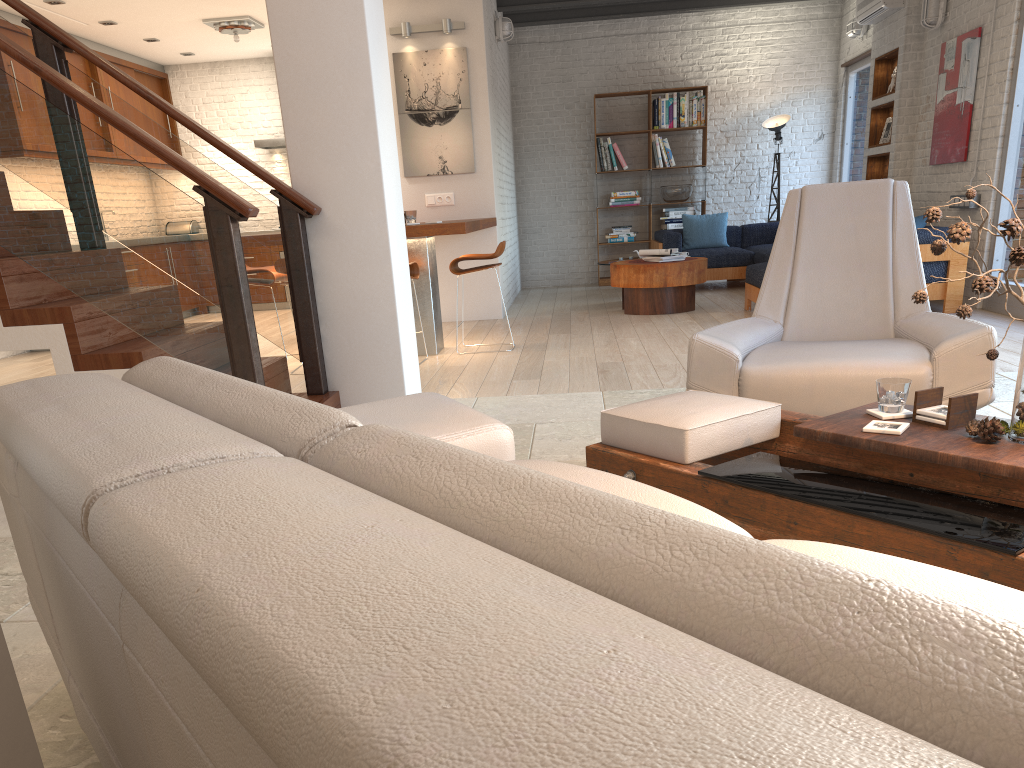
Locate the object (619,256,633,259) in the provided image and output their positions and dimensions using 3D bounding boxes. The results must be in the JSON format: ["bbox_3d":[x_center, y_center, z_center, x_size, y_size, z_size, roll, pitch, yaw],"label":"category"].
[{"bbox_3d":[1.278,-1.359,9.326,0.300,0.028,0.065,-7,13,-16],"label":"object"}]

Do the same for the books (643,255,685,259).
[{"bbox_3d":[1.397,-1.177,8.045,0.250,0.011,0.306,-8,12,-21],"label":"books"}]

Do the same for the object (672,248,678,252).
[{"bbox_3d":[1.591,-1.279,8.609,0.108,0.113,0.103,2,17,20],"label":"object"}]

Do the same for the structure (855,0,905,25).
[{"bbox_3d":[3.442,-3.565,8.170,0.200,0.230,0.774,-2,12,5],"label":"structure"}]

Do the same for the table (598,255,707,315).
[{"bbox_3d":[1.367,-1.014,8.657,1.077,0.470,1.740,-1,12,10],"label":"table"}]

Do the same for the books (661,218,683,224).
[{"bbox_3d":[2.044,-2.036,10.869,0.326,0.058,0.242,-4,12,0],"label":"books"}]

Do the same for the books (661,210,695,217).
[{"bbox_3d":[2.066,-2.123,10.867,0.379,0.068,0.232,-4,12,-1],"label":"books"}]

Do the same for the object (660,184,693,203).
[{"bbox_3d":[2.032,-2.352,10.795,0.389,0.212,0.395,-16,18,-42],"label":"object"}]

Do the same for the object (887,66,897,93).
[{"bbox_3d":[3.670,-2.912,8.340,0.112,0.255,0.205,1,17,12],"label":"object"}]

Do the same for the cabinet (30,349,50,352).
[{"bbox_3d":[-3.054,-2.158,9.493,4.697,2.980,2.191,-12,18,-29],"label":"cabinet"}]

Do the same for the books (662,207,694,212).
[{"bbox_3d":[2.058,-2.173,10.845,0.380,0.038,0.232,-3,12,5],"label":"books"}]

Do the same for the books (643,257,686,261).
[{"bbox_3d":[1.408,-1.162,8.077,0.249,0.011,0.307,-9,13,-26],"label":"books"}]

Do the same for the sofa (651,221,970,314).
[{"bbox_3d":[2.591,-1.207,8.632,2.080,0.695,3.755,-3,12,5],"label":"sofa"}]

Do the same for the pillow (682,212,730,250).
[{"bbox_3d":[2.240,-1.772,10.109,0.556,0.430,0.211,-3,18,4],"label":"pillow"}]

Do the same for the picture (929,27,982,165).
[{"bbox_3d":[3.663,-2.346,7.230,0.019,1.009,0.704,-2,17,4],"label":"picture"}]

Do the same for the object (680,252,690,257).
[{"bbox_3d":[1.737,-1.295,8.780,0.155,0.060,0.257,-4,12,-3],"label":"object"}]

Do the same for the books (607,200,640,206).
[{"bbox_3d":[1.387,-2.252,10.849,0.380,0.038,0.232,-4,12,0],"label":"books"}]

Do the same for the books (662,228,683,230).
[{"bbox_3d":[2.069,-1.922,10.937,0.362,0.058,0.268,-2,12,7],"label":"books"}]

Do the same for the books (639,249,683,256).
[{"bbox_3d":[1.390,-1.205,8.115,0.318,0.115,0.263,5,16,36],"label":"books"}]

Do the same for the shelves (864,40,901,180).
[{"bbox_3d":[3.703,-2.508,8.532,0.192,1.500,0.727,-2,18,4],"label":"shelves"}]

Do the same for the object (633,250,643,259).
[{"bbox_3d":[1.387,-1.364,9.141,0.185,0.096,0.186,4,15,29],"label":"object"}]

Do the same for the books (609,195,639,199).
[{"bbox_3d":[1.393,-2.320,10.837,0.356,0.022,0.259,-3,11,3],"label":"books"}]

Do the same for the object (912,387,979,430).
[{"bbox_3d":[1.127,0.062,2.271,0.093,0.086,0.110,-10,16,-23],"label":"object"}]

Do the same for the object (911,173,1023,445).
[{"bbox_3d":[1.098,-0.148,1.937,0.535,0.638,0.304,-11,20,-23],"label":"object"}]

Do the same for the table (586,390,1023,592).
[{"bbox_3d":[1.514,0.275,2.219,1.929,0.452,2.144,-12,14,-34],"label":"table"}]

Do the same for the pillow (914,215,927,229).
[{"bbox_3d":[3.072,-1.178,7.055,0.552,0.345,0.366,-13,18,-33],"label":"pillow"}]

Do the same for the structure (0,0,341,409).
[{"bbox_3d":[-1.405,-1.965,4.427,10.160,4.358,13.172,-3,12,5],"label":"structure"}]

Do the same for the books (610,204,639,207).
[{"bbox_3d":[1.399,-2.225,10.864,0.356,0.022,0.259,-3,11,5],"label":"books"}]

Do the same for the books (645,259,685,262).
[{"bbox_3d":[1.410,-1.148,8.066,0.251,0.011,0.305,-7,12,-16],"label":"books"}]

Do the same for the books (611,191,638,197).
[{"bbox_3d":[1.399,-2.358,10.821,0.327,0.058,0.242,-2,12,7],"label":"books"}]

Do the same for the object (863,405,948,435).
[{"bbox_3d":[1.017,0.086,2.313,0.268,0.036,0.239,-9,12,-23],"label":"object"}]

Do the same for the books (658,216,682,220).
[{"bbox_3d":[2.059,-2.077,10.866,0.445,0.022,0.259,-3,11,5],"label":"books"}]

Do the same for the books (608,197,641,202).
[{"bbox_3d":[1.396,-2.288,10.828,0.379,0.038,0.232,-4,12,-1],"label":"books"}]

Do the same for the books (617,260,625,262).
[{"bbox_3d":[1.218,-1.238,8.784,0.318,0.011,0.240,0,12,17],"label":"books"}]

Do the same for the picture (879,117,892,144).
[{"bbox_3d":[3.718,-2.497,8.586,0.102,0.257,0.183,-5,17,-4],"label":"picture"}]

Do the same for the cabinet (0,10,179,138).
[{"bbox_3d":[-4.378,-2.852,8.957,0.462,1.220,3.177,-2,13,4],"label":"cabinet"}]

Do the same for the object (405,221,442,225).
[{"bbox_3d":[-0.714,-1.165,6.281,0.395,0.036,0.188,-2,12,8],"label":"object"}]

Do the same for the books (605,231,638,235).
[{"bbox_3d":[1.380,-1.896,10.981,0.379,0.019,0.232,-4,11,-2],"label":"books"}]

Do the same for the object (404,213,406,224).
[{"bbox_3d":[-0.841,-1.190,6.322,0.091,0.086,0.112,-16,19,-39],"label":"object"}]

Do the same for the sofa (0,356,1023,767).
[{"bbox_3d":[0.029,0.376,1.333,1.118,0.795,2.266,-14,16,-35],"label":"sofa"}]

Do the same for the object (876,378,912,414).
[{"bbox_3d":[1.036,0.033,2.376,0.089,0.089,0.088,-15,19,-34],"label":"object"}]

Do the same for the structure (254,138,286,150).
[{"bbox_3d":[-2.508,-3.299,10.104,0.986,1.044,0.432,-2,19,5],"label":"structure"}]

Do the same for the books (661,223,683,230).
[{"bbox_3d":[2.076,-1.979,10.899,0.379,0.068,0.233,-5,12,-8],"label":"books"}]

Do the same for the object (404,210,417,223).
[{"bbox_3d":[-0.723,-1.195,6.237,0.091,0.089,0.086,2,17,19],"label":"object"}]

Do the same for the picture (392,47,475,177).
[{"bbox_3d":[-0.691,-2.413,7.793,0.655,1.068,0.019,-2,20,5],"label":"picture"}]

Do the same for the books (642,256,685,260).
[{"bbox_3d":[1.400,-1.168,8.057,0.249,0.011,0.307,-9,13,-26],"label":"books"}]
